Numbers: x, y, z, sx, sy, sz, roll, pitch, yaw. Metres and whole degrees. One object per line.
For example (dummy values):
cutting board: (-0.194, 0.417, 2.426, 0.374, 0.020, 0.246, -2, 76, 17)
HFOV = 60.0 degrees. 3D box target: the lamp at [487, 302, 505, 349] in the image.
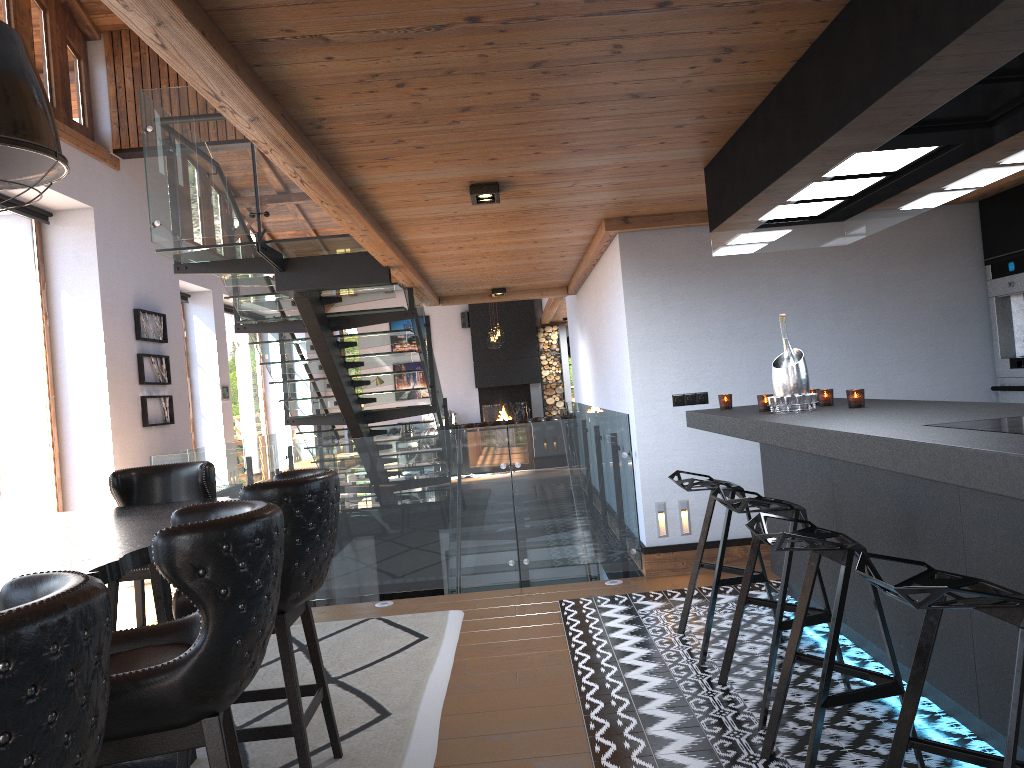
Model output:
lamp: (-0.405, -1.782, 16.698, 0.262, 2.202, 0.799, -5, -1, -9)

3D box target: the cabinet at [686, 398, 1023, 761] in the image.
cabinet: (1.507, 0.657, 2.810, 0.889, 1.104, 4.798, -5, 0, 0)

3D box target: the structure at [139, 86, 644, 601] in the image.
structure: (-3.489, 1.288, 7.587, 9.215, 6.399, 11.020, -5, 0, -1)

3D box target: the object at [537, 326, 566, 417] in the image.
object: (0.877, 0.049, 19.318, 0.494, 2.612, 0.466, -5, -1, -1)

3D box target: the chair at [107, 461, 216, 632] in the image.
chair: (-1.678, 0.948, 4.297, 0.504, 1.092, 0.567, -5, -1, -2)

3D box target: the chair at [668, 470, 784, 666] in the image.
chair: (1.037, 0.837, 4.276, 0.469, 0.839, 0.538, -5, -1, -1)

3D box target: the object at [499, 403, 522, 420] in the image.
object: (0.022, 0.648, 16.049, 0.404, 0.808, 0.622, -5, -1, 11)

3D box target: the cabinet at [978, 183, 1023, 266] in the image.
cabinet: (3.477, -0.156, 2.744, 0.543, 2.381, 6.427, -5, 0, 0)

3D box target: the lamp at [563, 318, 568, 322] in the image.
lamp: (1.140, -1.349, 18.490, 0.155, 0.068, 0.261, -5, 0, 0)

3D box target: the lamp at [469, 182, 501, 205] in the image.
lamp: (-0.142, -1.003, 4.646, 0.155, 0.068, 0.261, -5, 0, 0)

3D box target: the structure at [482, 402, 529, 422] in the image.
structure: (-0.136, 0.683, 19.142, 0.983, 0.514, 0.183, -5, -1, -1)

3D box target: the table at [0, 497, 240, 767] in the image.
table: (-1.645, 1.026, 2.302, 1.430, 0.950, 3.795, -5, 0, 0)

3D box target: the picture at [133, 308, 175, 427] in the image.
picture: (-4.102, -0.177, 10.178, 0.059, 1.312, 0.773, -5, -1, 0)

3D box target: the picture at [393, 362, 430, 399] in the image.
picture: (-2.152, -0.073, 19.496, 0.880, 0.816, 0.036, -5, -1, -1)

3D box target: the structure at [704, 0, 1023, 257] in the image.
structure: (1.377, -0.941, 3.024, 0.711, 0.476, 3.249, -5, 0, 0)

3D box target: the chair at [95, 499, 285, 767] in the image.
chair: (-0.796, 0.859, 2.111, 0.572, 1.092, 0.500, -5, -1, -17)

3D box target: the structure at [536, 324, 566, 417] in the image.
structure: (0.884, 0.042, 19.309, 0.502, 2.617, 0.511, -5, -1, -1)

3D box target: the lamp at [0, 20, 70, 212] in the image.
lamp: (-1.927, -2.875, 2.814, 0.613, 4.686, 0.629, -6, -1, 44)

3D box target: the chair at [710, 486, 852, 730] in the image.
chair: (1.080, 0.829, 3.521, 0.470, 0.839, 0.538, -5, -1, -4)

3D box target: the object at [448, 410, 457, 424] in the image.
object: (-1.355, 0.784, 19.225, 0.338, 0.455, 0.337, -5, -1, 25)

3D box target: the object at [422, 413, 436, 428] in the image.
object: (-1.791, 0.795, 19.149, 0.262, 0.532, 0.422, -4, -1, -32)

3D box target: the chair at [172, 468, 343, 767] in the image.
chair: (-0.844, 0.868, 3.073, 0.569, 1.092, 0.503, -5, -1, -2)

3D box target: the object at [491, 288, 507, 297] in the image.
object: (-0.138, -0.979, 9.387, 0.155, 0.068, 0.261, -5, 0, 0)

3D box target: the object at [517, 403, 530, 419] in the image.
object: (0.266, 0.899, 18.774, 0.304, 1.018, 0.311, -6, -1, 45)

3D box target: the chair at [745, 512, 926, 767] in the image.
chair: (1.008, 0.831, 2.736, 0.468, 0.839, 0.540, -5, -1, 5)

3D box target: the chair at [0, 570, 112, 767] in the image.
chair: (-0.860, 0.870, 1.290, 0.566, 1.092, 0.506, -5, -1, 8)

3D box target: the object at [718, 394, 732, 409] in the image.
object: (1.208, 0.100, 5.012, 0.078, 0.081, 0.080, -5, -1, 34)

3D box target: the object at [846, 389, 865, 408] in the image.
object: (1.540, 0.065, 3.970, 0.080, 0.081, 0.078, -5, -1, -36)

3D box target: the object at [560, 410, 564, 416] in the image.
object: (1.056, 0.948, 18.986, 0.269, 0.795, 0.261, -5, -1, -17)

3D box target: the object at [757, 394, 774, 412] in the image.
object: (1.243, 0.093, 4.342, 0.080, 0.081, 0.078, -5, -1, -36)

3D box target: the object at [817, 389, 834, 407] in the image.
object: (1.540, 0.067, 4.353, 0.080, 0.081, 0.078, -5, -1, -36)

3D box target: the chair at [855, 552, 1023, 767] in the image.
chair: (1.089, 0.821, 2.025, 0.470, 0.839, 0.538, -5, -1, -4)

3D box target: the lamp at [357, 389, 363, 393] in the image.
lamp: (-3.095, 0.749, 18.313, 0.523, 1.899, 1.333, -5, -1, 21)

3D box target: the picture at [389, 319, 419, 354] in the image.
picture: (-2.239, -1.064, 19.513, 0.880, 0.816, 0.036, -5, -1, -1)

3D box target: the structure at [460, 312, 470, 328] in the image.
structure: (-1.017, -1.405, 19.469, 0.214, 0.349, 0.213, -5, -1, -1)

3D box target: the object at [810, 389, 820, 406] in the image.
object: (1.541, 0.068, 4.542, 0.080, 0.081, 0.078, -5, -1, -36)

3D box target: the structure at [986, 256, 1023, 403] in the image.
structure: (3.275, -0.328, 5.643, 0.255, 0.945, 0.597, -5, -1, 0)

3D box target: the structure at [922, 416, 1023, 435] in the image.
structure: (1.496, 0.111, 2.393, 0.504, 0.017, 0.610, -5, 0, -1)

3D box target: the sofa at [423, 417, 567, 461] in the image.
sofa: (-0.208, 1.004, 14.506, 2.568, 0.838, 1.238, -5, -1, -2)

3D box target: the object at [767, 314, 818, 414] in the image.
object: (1.277, -0.097, 4.089, 0.226, 0.452, 0.225, -5, -1, -1)

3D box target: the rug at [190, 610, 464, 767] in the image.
rug: (-1.545, 1.476, 2.619, 2.553, 0.047, 5.628, -5, 0, 0)
